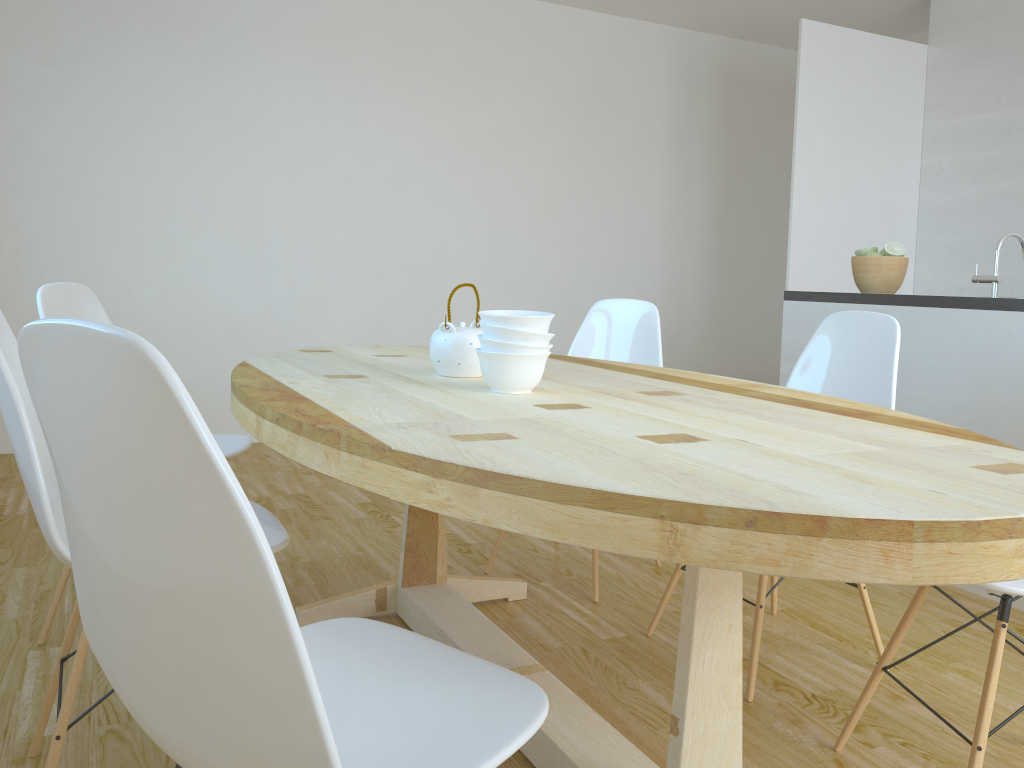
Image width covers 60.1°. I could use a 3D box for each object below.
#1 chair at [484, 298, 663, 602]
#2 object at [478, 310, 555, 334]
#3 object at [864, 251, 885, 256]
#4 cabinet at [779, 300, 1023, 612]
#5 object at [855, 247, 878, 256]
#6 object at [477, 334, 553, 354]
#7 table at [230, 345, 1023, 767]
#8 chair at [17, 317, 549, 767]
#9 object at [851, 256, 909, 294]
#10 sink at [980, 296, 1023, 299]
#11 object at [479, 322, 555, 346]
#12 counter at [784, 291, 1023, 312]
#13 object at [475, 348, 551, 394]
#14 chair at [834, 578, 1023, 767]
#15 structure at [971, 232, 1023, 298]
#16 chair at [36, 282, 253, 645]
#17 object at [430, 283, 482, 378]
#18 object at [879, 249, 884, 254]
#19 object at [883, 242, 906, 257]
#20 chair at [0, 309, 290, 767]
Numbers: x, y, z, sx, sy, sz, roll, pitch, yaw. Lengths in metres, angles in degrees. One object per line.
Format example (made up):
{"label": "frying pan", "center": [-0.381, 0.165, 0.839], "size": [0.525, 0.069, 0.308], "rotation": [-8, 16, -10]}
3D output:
{"label": "chair", "center": [0.243, 0.165, 2.941], "size": [0.431, 0.898, 0.524], "rotation": [5, 5, 34]}
{"label": "object", "center": [0.007, -0.100, 1.751], "size": [0.152, 0.087, 0.152], "rotation": [2, 6, 2]}
{"label": "object", "center": [1.386, -0.463, 3.376], "size": [0.098, 0.085, 0.081], "rotation": [5, 5, 29]}
{"label": "cabinet", "center": [1.889, 0.247, 2.706], "size": [0.600, 0.906, 2.412], "rotation": [0, 6, -26]}
{"label": "object", "center": [1.381, -0.501, 3.451], "size": [0.086, 0.065, 0.084], "rotation": [1, 5, -14]}
{"label": "object", "center": [0.005, -0.049, 1.755], "size": [0.151, 0.092, 0.152], "rotation": [3, 6, 13]}
{"label": "table", "center": [0.030, 0.364, 1.901], "size": [1.193, 0.722, 2.200], "rotation": [-1, 7, -27]}
{"label": "chair", "center": [-0.214, 0.377, 0.955], "size": [0.431, 0.898, 0.524], "rotation": [5, 5, 39]}
{"label": "object", "center": [1.410, -0.417, 3.404], "size": [0.206, 0.141, 0.205], "rotation": [5, 6, 25]}
{"label": "sink", "center": [1.798, -0.210, 2.982], "size": [0.404, 0.156, 0.406], "rotation": [4, 6, 16]}
{"label": "object", "center": [0.008, -0.073, 1.754], "size": [0.150, 0.095, 0.152], "rotation": [1, 6, -9]}
{"label": "counter", "center": [1.906, -0.225, 2.681], "size": [0.600, 0.040, 2.412], "rotation": [-1, 7, -26]}
{"label": "object", "center": [0.000, -0.026, 1.757], "size": [0.152, 0.082, 0.152], "rotation": [3, 6, 13]}
{"label": "chair", "center": [0.963, 0.341, 1.635], "size": [0.523, 0.898, 0.431], "rotation": [2, 4, -6]}
{"label": "structure", "center": [1.606, -0.390, 2.906], "size": [0.162, 0.214, 0.097], "rotation": [0, 4, -26]}
{"label": "chair", "center": [-0.958, 0.187, 2.371], "size": [0.523, 0.898, 0.431], "rotation": [2, 4, 4]}
{"label": "object", "center": [-0.099, -0.125, 2.025], "size": [0.177, 0.211, 0.148], "rotation": [0, 5, -26]}
{"label": "object", "center": [1.459, -0.479, 3.411], "size": [0.086, 0.098, 0.102], "rotation": [2, 5, -5]}
{"label": "object", "center": [1.441, -0.500, 3.337], "size": [0.077, 0.071, 0.074], "rotation": [2, 5, -1]}
{"label": "chair", "center": [-0.650, 0.289, 1.579], "size": [0.523, 0.898, 0.431], "rotation": [0, 4, -26]}
